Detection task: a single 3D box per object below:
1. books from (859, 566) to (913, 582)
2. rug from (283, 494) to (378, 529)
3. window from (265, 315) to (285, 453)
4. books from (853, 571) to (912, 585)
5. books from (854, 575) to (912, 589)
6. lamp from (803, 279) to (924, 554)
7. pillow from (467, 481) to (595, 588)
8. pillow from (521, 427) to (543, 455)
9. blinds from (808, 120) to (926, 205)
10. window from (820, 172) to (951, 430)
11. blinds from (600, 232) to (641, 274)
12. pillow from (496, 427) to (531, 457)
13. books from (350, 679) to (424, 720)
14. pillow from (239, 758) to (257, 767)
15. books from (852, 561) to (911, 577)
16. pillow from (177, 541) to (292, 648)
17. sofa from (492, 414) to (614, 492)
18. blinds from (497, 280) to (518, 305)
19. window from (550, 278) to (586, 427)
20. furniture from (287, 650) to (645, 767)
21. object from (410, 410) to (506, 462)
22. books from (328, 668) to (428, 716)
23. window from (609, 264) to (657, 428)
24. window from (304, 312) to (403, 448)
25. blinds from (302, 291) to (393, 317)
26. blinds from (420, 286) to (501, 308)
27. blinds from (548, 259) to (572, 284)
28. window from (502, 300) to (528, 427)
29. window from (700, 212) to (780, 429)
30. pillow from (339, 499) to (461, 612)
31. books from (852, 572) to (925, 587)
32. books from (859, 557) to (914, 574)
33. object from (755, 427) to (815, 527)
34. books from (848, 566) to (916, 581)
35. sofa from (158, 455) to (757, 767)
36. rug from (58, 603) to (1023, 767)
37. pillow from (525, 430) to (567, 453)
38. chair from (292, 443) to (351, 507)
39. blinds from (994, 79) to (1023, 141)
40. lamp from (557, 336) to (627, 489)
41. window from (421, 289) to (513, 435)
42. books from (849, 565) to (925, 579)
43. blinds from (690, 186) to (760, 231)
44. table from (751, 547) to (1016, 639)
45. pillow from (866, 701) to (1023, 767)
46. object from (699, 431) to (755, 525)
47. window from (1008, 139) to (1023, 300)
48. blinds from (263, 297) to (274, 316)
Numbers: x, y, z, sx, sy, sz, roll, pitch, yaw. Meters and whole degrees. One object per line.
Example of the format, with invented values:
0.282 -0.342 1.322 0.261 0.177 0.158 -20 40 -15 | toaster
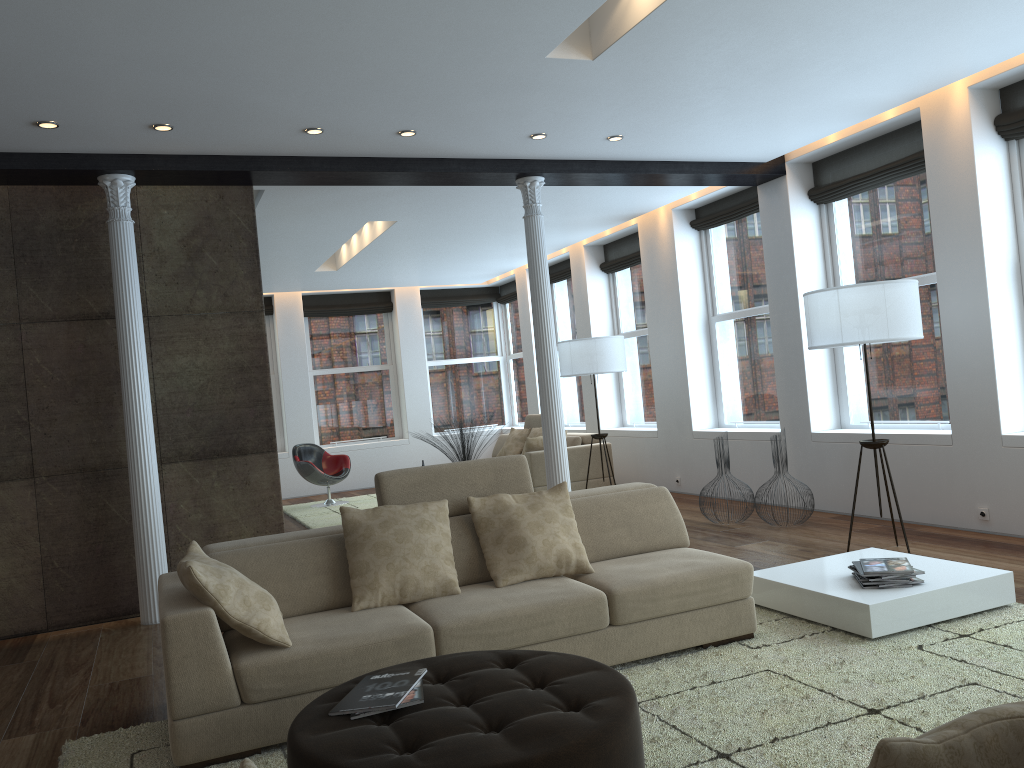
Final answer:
1.819 0.920 4.307 0.220 0.010 0.300 -6 0 28 | books
-0.951 1.437 10.428 2.972 0.020 4.231 -5 0 -22 | rug
-4.158 -0.042 13.026 1.420 2.400 0.123 -5 0 -22 | window
1.795 0.932 4.312 0.220 0.010 0.300 -5 0 13 | books
1.797 0.951 4.312 0.220 0.010 0.300 -5 0 13 | books
2.329 0.236 5.737 0.698 1.728 0.698 -5 0 1 | lamp
0.081 0.711 4.247 0.519 0.416 0.368 -5 0 -18 | pillow
0.274 0.726 10.665 0.301 0.439 0.534 -5 0 -26 | pillow
2.873 -1.763 7.033 0.183 0.395 1.431 -5 0 -22 | blinds
3.040 -0.760 7.055 0.123 2.400 1.432 -5 0 -22 | window
1.423 -1.603 10.628 0.156 0.393 1.342 -5 0 -22 | blinds
0.027 0.764 11.238 0.368 0.416 0.519 -5 0 -27 | pillow
-0.387 0.966 2.769 0.219 0.031 0.300 -5 0 -7 | books
-0.165 0.725 1.201 0.395 0.393 0.518 -5 0 -26 | pillow
1.792 0.893 4.313 0.220 0.010 0.300 -5 0 13 | books
-1.109 0.830 3.512 0.395 0.393 0.518 -5 0 -19 | pillow
0.179 0.867 10.894 1.018 0.950 2.581 -5 0 -22 | sofa
0.058 -1.484 13.966 0.156 0.327 1.377 -5 0 -22 | blinds
0.898 -0.522 12.305 0.123 2.400 1.444 -5 0 -22 | window
-0.133 1.120 2.694 1.057 0.355 1.057 -5 0 -20 | furniture
-0.705 0.911 12.490 1.119 1.014 1.125 -5 0 -36 | object
-0.413 0.961 2.775 0.220 0.040 0.301 -5 0 13 | books
1.576 -0.597 10.644 0.123 2.400 1.345 -5 0 -22 | window
-2.481 -0.195 13.717 1.420 2.400 0.123 -5 0 -22 | window
-2.543 -1.224 13.637 1.422 0.363 0.156 -5 0 -22 | blinds
-0.857 -1.403 14.334 1.442 0.312 0.155 -5 0 -22 | blinds
0.741 -1.587 12.286 0.156 0.275 1.442 -5 0 -22 | blinds
3.622 -0.103 22.014 34.761 17.917 13.698 -5 0 -22 | window
2.356 -0.684 8.731 0.123 2.400 1.391 -5 0 -22 | window
-0.500 0.754 4.021 0.534 0.439 0.301 -5 0 -19 | pillow
1.821 0.940 4.307 0.220 0.010 0.300 -5 0 -2 | books
1.815 0.882 4.307 0.220 0.010 0.300 -6 0 18 | books
2.161 0.740 7.103 0.458 0.781 0.458 -5 0 -23 | object
1.793 0.913 4.313 0.220 0.010 0.300 -5 0 3 | books
-0.249 0.861 4.104 2.581 0.950 1.021 -5 0 -22 | sofa
0.688 1.232 3.049 4.231 0.020 2.972 -5 0 -22 | rug
0.344 0.736 9.871 0.518 0.393 0.395 -5 0 -26 | pillow
-2.467 1.170 11.596 0.810 0.818 0.669 -5 -1 -43 | chair
3.582 -1.835 5.338 0.156 0.424 1.439 -5 0 -22 | blinds
0.899 0.393 9.242 0.698 1.728 0.698 -5 0 1 | lamp
-0.777 -0.350 14.412 1.474 2.400 0.123 -5 0 -22 | window
1.817 0.901 4.307 0.220 0.010 0.300 -5 0 -7 | books
2.198 -1.748 8.715 0.156 0.275 1.396 -5 0 -22 | blinds
1.828 1.040 4.498 0.900 0.170 0.900 -5 0 -22 | table
0.623 0.629 1.270 0.534 0.439 0.301 -5 0 -26 | pillow
1.785 0.777 7.452 0.458 0.781 0.458 -5 0 -23 | object
3.734 -0.836 5.356 0.123 2.400 1.442 -5 0 -22 | window
-4.217 -1.099 12.948 1.412 0.307 0.156 -5 0 -22 | blinds
